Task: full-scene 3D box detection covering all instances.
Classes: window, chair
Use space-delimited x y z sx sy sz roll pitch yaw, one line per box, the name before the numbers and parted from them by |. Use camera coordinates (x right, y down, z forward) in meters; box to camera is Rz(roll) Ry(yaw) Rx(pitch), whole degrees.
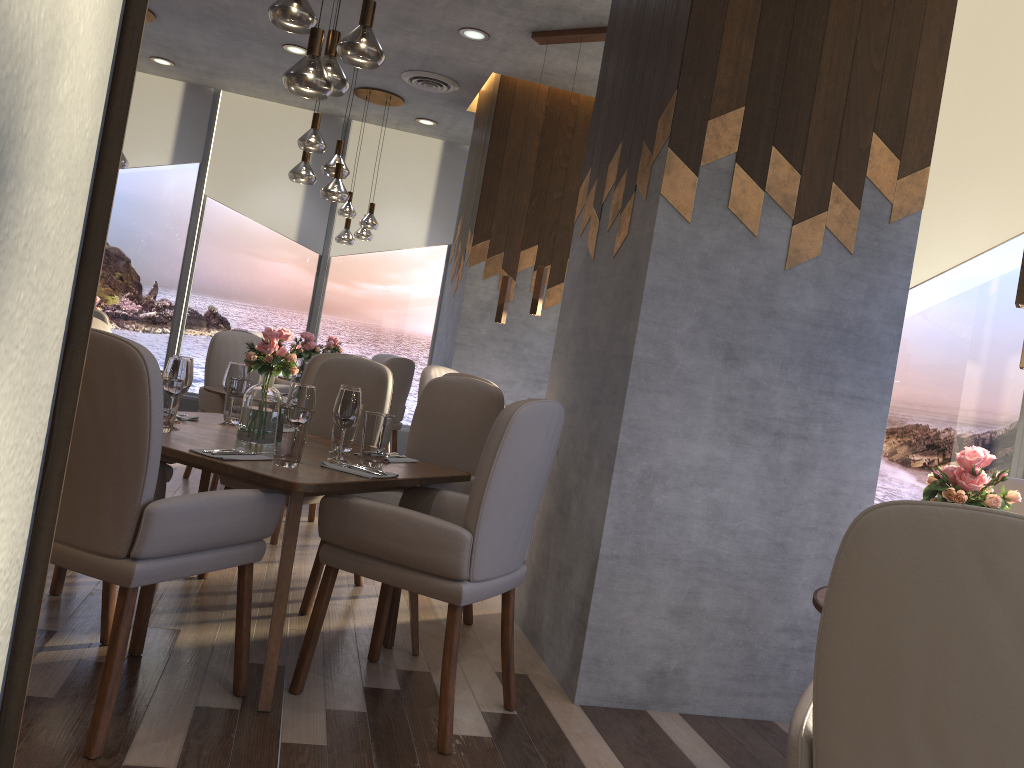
window | -1.486 -1.153 5.953 16.160 3.200 8.040 10 1 32
chair | 0.711 0.680 1.404 0.529 1.001 0.598 9 0 30
chair | 1.365 0.769 2.504 0.529 1.001 0.598 9 0 29
chair | -1.374 0.190 8.124 0.529 1.001 0.598 9 0 35
chair | -0.401 0.447 3.561 0.529 1.001 0.598 9 0 30
chair | -0.892 0.358 3.831 0.529 1.001 0.598 10 0 25
chair | -3.026 -0.048 5.961 0.527 1.001 0.601 10 0 -32
chair | -2.041 0.095 7.181 0.529 1.001 0.598 9 0 34
chair | -1.005 0.367 2.411 0.529 1.001 0.598 10 0 23
chair | -0.229 0.493 2.739 0.601 1.001 0.527 10 0 25
chair | -1.509 0.276 2.663 0.529 1.001 0.598 9 0 30
chair | -2.169 0.058 7.953 0.601 1.001 0.527 10 0 30
chair | -0.340 0.414 5.745 0.601 1.001 0.527 9 0 37
chair | -1.735 0.177 5.718 0.527 1.001 0.601 10 0 -37
chair | -0.160 0.462 4.861 0.529 1.001 0.598 9 0 34
chair | -1.078 0.308 4.766 0.527 1.001 0.601 10 0 -36
chair | -1.200 0.236 7.333 0.601 1.001 0.527 10 0 31
chair | -1.682 0.230 3.493 0.601 1.001 0.527 10 0 30

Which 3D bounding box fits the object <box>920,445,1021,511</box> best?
object | 1.017 0.343 2.005 0.209 0.416 0.198 10 0 -36

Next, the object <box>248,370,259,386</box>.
object | -1.567 -0.044 5.372 0.102 0.178 0.102 10 0 -33

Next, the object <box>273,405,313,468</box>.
object | -0.668 0.159 2.677 0.102 0.178 0.102 10 0 -33

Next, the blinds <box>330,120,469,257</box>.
blinds | -1.006 -2.474 8.863 1.172 2.682 0.007 10 -1 -13

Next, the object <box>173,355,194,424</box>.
object | -1.228 0.019 3.257 0.092 0.244 0.092 10 0 -11

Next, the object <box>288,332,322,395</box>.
object | -1.268 -0.113 5.383 0.198 0.416 0.209 9 0 34

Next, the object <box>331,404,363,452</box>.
object | -0.615 0.156 3.274 0.102 0.178 0.102 9 0 36

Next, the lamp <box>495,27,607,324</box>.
lamp | 0.481 -1.195 5.368 1.164 1.932 0.118 10 -1 32

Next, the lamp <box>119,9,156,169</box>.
lamp | -2.964 -2.111 6.507 0.439 1.327 0.439 10 -1 -11

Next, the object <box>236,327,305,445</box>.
object | -0.855 0.002 3.108 0.209 0.416 0.198 10 0 -36

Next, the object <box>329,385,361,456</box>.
object | -0.596 0.129 3.166 0.092 0.244 0.092 10 -1 -35

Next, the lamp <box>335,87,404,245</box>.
lamp | -1.264 -1.845 7.693 0.440 1.327 0.438 9 -1 44

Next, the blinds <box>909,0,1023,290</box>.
blinds | 1.974 -1.585 3.806 0.007 2.682 1.174 10 0 -13

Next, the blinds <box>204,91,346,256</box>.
blinds | -2.205 -2.673 8.586 1.172 2.682 0.007 10 -1 -13

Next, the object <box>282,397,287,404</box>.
object | -1.255 0.096 5.034 0.157 0.019 0.255 9 1 -37

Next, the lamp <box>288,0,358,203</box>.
lamp | -1.056 -1.761 5.298 0.439 1.327 0.439 10 -1 -6

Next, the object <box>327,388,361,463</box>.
object | -0.561 0.138 2.974 0.092 0.244 0.092 10 0 7

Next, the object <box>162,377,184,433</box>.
object | -1.162 0.070 2.958 0.102 0.178 0.102 10 0 -23

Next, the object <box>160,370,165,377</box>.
object | -1.341 0.033 3.247 0.102 0.178 0.102 10 0 -32

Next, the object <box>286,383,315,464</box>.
object | -0.674 0.123 2.786 0.092 0.244 0.092 10 -1 -17

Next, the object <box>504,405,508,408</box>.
object | -0.008 0.221 5.380 0.102 0.178 0.102 10 0 -32

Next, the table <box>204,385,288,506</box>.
table | -1.447 0.405 5.252 0.831 0.662 0.836 9 1 -39

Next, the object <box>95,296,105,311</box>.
object | -3.133 -0.454 6.530 0.209 0.416 0.198 10 0 -41

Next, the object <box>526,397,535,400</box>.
object | 0.105 0.207 5.390 0.092 0.244 0.092 10 -1 -39

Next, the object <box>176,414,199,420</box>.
object | -1.313 0.116 3.408 0.255 0.019 0.157 10 1 32

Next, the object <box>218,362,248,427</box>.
object | -1.086 0.039 3.452 0.092 0.244 0.092 10 0 -13

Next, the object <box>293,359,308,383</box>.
object | -1.246 -0.019 5.201 0.092 0.244 0.092 9 -1 33

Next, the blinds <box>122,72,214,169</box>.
blinds | -3.354 -3.165 8.313 1.172 2.682 0.007 10 -1 -13

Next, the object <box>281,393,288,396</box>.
object | -1.489 0.047 5.509 0.157 0.019 0.256 9 1 -39

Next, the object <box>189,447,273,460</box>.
object | -0.841 0.210 2.715 0.158 0.019 0.254 10 1 31

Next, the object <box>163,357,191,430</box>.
object | -1.168 0.033 3.067 0.092 0.244 0.092 10 -1 -17

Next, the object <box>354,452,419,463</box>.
object | -0.468 0.263 3.238 0.158 0.019 0.254 10 1 29

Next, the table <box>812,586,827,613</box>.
table | 1.048 0.896 1.964 0.832 0.662 0.835 10 0 -22

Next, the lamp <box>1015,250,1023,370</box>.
lamp | 1.328 -0.984 1.993 0.118 1.932 1.158 9 0 32

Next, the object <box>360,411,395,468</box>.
object | -0.460 0.188 2.991 0.102 0.178 0.102 10 0 23

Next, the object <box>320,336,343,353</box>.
object | -1.572 -0.211 7.676 0.210 0.416 0.197 10 0 24

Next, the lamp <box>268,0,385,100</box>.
lamp | -0.582 -1.637 3.125 0.438 1.327 0.440 10 -1 -28

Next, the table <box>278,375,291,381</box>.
table | -1.651 0.322 7.655 0.832 0.662 0.835 9 0 -26

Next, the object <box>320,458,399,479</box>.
object | -0.501 0.266 2.826 0.255 0.019 0.157 10 1 27

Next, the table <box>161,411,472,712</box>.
table | -0.970 0.527 3.113 1.310 0.666 0.962 10 1 28

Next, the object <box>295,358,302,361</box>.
object | -1.847 -0.139 7.707 0.102 0.178 0.102 10 0 4

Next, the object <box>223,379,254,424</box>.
object | -1.105 0.067 3.560 0.102 0.178 0.102 9 0 36
